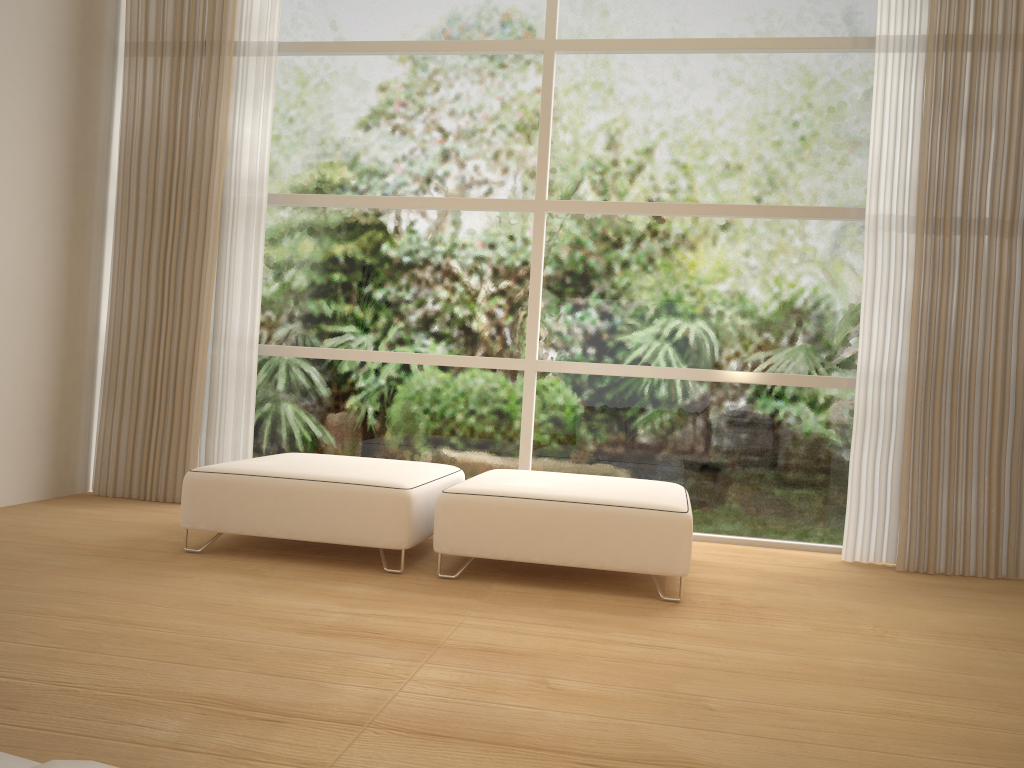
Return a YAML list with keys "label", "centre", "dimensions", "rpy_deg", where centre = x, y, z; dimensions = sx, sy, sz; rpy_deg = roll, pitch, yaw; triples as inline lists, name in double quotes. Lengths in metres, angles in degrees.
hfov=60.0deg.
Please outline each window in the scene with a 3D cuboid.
- label: "window"
  centre: [0.151, -0.941, 4.696]
  dimensions: [4.781, 3.371, 0.071]
  rpy_deg: [3, 0, 10]

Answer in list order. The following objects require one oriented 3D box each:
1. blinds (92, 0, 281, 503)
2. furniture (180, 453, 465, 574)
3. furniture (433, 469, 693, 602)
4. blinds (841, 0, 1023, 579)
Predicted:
- label: "blinds"
  centre: [-1.765, -1.048, 4.780]
  dimensions: [0.950, 3.352, 0.211]
  rpy_deg: [3, 0, 9]
- label: "furniture"
  centre: [-0.768, 0.520, 3.866]
  dimensions: [0.965, 0.346, 0.964]
  rpy_deg: [3, 0, 10]
- label: "furniture"
  centre: [0.249, 0.582, 3.683]
  dimensions: [0.965, 0.346, 0.964]
  rpy_deg: [3, 0, 10]
- label: "blinds"
  centre: [2.040, -0.815, 4.043]
  dimensions: [0.814, 3.351, 0.202]
  rpy_deg: [3, 0, 9]
